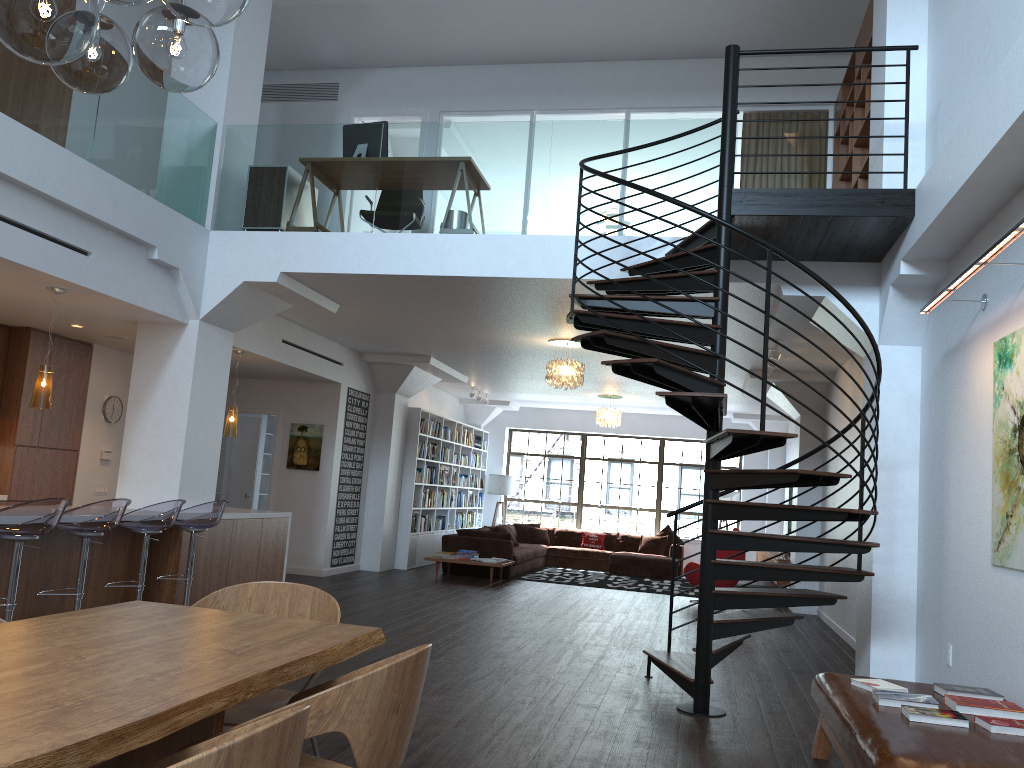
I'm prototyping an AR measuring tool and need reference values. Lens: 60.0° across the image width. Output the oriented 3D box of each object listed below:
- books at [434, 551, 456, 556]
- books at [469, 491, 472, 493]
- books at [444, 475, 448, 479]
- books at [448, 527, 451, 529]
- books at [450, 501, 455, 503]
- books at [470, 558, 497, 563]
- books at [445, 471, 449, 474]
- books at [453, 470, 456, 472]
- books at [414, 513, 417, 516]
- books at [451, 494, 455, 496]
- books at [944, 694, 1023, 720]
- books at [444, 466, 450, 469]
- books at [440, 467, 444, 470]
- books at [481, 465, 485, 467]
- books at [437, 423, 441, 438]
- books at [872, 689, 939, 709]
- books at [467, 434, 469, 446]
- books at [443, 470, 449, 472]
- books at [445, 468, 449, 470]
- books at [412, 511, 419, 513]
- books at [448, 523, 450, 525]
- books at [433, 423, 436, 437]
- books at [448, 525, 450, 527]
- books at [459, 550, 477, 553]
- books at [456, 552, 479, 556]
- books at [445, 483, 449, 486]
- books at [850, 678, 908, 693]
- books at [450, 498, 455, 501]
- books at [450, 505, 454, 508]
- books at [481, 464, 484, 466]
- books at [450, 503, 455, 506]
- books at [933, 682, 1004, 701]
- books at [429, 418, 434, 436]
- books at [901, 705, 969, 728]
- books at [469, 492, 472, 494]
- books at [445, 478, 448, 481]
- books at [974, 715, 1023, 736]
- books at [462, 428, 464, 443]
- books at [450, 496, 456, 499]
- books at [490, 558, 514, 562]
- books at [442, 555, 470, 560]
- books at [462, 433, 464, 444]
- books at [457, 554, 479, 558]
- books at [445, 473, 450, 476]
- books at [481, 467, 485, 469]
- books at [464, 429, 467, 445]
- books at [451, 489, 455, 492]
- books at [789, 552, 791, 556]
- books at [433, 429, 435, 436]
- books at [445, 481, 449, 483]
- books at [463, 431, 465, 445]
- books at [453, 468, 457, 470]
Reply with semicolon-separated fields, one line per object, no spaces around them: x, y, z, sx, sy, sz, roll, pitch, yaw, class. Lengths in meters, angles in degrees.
-0.958;2.464;12.838;0.241;0.045;0.334;3;-7;14;books
-0.878;2.012;16.635;0.224;0.030;0.161;2;-8;22;books
-1.195;1.583;15.141;0.168;0.045;0.231;3;-7;7;books
-1.217;2.494;15.443;0.284;0.035;0.197;3;-7;12;books
-1.144;2.062;15.546;0.259;0.040;0.180;3;-7;12;books
-0.396;2.452;12.359;0.231;0.040;0.342;10;-9;-37;books
-1.187;1.506;15.152;0.161;0.033;0.223;3;-7;12;books
-1.103;1.509;15.485;0.223;0.031;0.161;3;-7;12;books
-1.552;1.978;13.486;0.174;0.045;0.240;4;-7;2;books
-1.123;1.944;15.542;0.223;0.032;0.161;3;-7;12;books
2.075;1.419;3.891;0.283;0.043;0.197;3;-7;12;books
-1.165;1.420;15.171;0.129;0.043;0.185;1;-8;27;books
-1.244;1.399;14.769;0.174;0.045;0.240;3;-7;12;books
-0.695;1.617;17.481;0.284;0.033;0.197;1;-8;27;books
-1.269;0.755;14.475;0.182;0.255;0.077;3;-7;12;books
1.738;1.399;3.923;0.247;0.040;0.185;2;-7;15;books
-0.893;1.022;16.324;0.168;0.231;0.037;3;-7;12;books
-1.195;1.479;15.181;0.223;0.027;0.161;4;-7;2;books
-1.174;1.454;15.172;0.144;0.024;0.208;2;-7;17;books
-1.545;1.939;13.467;0.223;0.027;0.161;2;-7;22;books
-1.216;2.428;15.455;0.254;0.032;0.174;2;-7;17;books
-1.312;0.729;14.259;0.159;0.248;0.089;3;-7;12;books
-1.215;2.460;15.447;0.284;0.033;0.197;5;-7;-3;books
-0.631;2.425;12.838;0.224;0.027;0.157;2;-7;17;books
-0.637;2.456;12.837;0.279;0.035;0.191;2;-8;22;books
-1.193;1.704;15.115;0.171;0.039;0.246;3;-7;12;books
1.754;1.446;4.243;0.161;0.031;0.223;6;-7;-10;books
-1.130;2.019;15.535;0.231;0.044;0.168;3;-7;7;books
-1.149;2.134;15.509;0.246;0.038;0.171;3;-7;12;books
-0.691;1.584;17.480;0.174;0.032;0.254;11;-9;-42;books
-1.148;2.097;15.517;0.251;0.037;0.160;2;-7;17;books
2.159;1.465;4.196;0.254;0.044;0.183;3;-7;7;books
-1.347;0.690;14.134;0.176;0.293;0.125;3;-7;12;books
1.740;1.368;3.654;0.224;0.032;0.161;3;-7;12;books
-0.882;2.040;16.623;0.223;0.031;0.161;3;-7;12;books
-1.215;1.624;15.124;0.180;0.042;0.259;3;-7;12;books
2.010;1.379;3.569;0.224;0.036;0.161;4;-7;7;books
-0.950;0.937;15.943;0.140;0.298;0.044;3;-7;12;books
-1.133;1.978;15.533;0.253;0.040;0.183;3;-7;12;books
-0.175;2.506;12.659;0.256;0.035;0.350;-1;-9;37;books
-0.787;2.435;12.453;0.236;0.035;0.340;-1;-9;37;books
-0.950;0.988;15.983;0.144;0.207;0.048;3;-7;12;books
-0.636;2.492;12.828;0.312;0.037;0.216;4;-7;2;books
-1.185;1.541;15.140;0.183;0.042;0.253;3;-7;12;books
-0.697;1.651;17.477;0.284;0.035;0.197;-2;-9;42;books
-0.926;0.969;16.159;0.176;0.290;0.053;3;-7;12;books
-1.108;1.859;15.537;0.185;0.041;0.129;1;-8;27;books
4.214;2.565;13.371;0.250;0.053;0.400;3;-7;12;books
-1.324;0.738;14.227;0.161;0.222;0.083;3;-7;12;books
-1.193;1.665;15.119;0.160;0.039;0.251;2;-7;17;books
-0.942;0.980;16.076;0.171;0.246;0.057;3;-7;12;books
-1.099;1.481;15.497;0.224;0.030;0.161;2;-8;22;books
